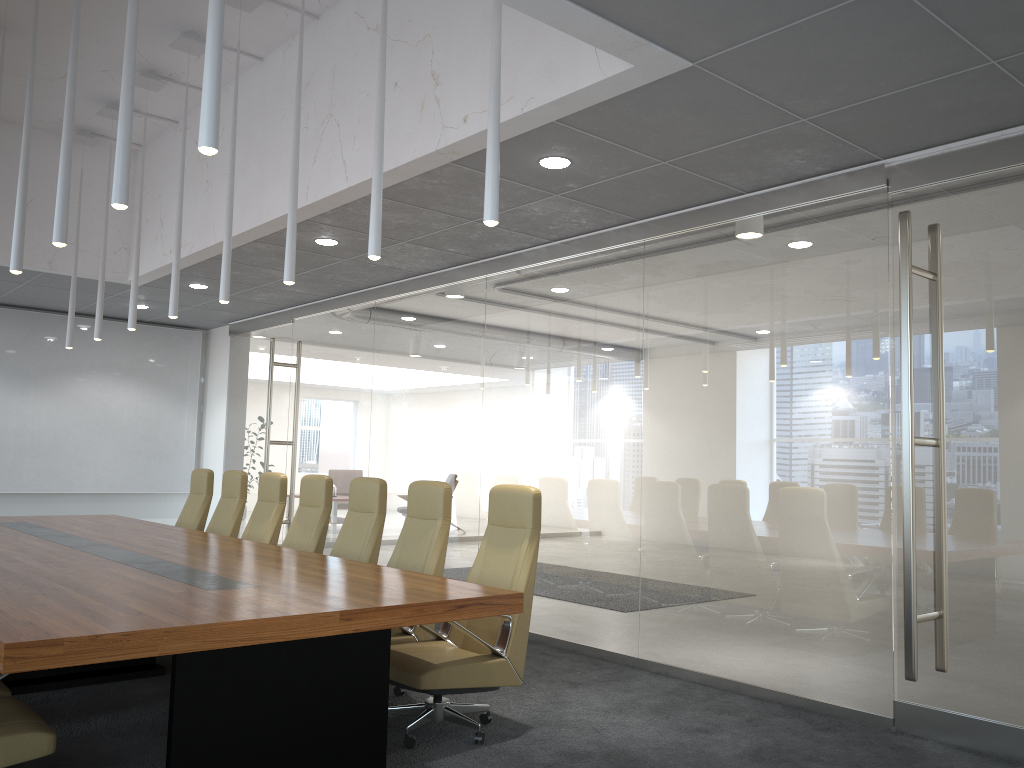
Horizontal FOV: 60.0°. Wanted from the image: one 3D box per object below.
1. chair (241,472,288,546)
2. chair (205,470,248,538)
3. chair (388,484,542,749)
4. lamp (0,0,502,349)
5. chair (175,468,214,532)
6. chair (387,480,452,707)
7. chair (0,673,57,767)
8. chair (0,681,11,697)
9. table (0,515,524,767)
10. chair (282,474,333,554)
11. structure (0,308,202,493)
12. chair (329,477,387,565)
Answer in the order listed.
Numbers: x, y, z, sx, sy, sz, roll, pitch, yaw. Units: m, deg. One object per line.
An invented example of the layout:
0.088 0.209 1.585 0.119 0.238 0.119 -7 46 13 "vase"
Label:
-2.477 1.453 7.570 0.955 1.406 0.711 6 -7 -41 "chair"
-3.007 1.494 8.180 0.955 1.406 0.711 6 -7 -41 "chair"
-0.329 1.294 5.196 0.955 1.406 0.711 6 -7 -41 "chair"
-2.858 -1.784 6.397 2.619 2.378 7.258 6 -7 -41 "lamp"
-3.530 1.535 8.784 0.955 1.406 0.711 6 -7 -41 "chair"
-0.913 1.330 5.766 0.955 1.406 0.711 6 -7 -41 "chair"
-2.359 1.083 3.472 0.955 1.406 0.711 6 -7 -41 "chair"
-2.872 1.123 4.064 0.955 1.406 0.711 6 -7 -41 "chair"
-2.948 1.562 6.093 2.300 0.895 6.500 6 -7 -41 "table"
-1.957 1.412 6.970 0.955 1.406 0.711 6 -7 -41 "chair"
-2.862 -0.187 6.291 6.600 2.466 13.989 6 -7 -41 "structure"
-1.434 1.371 6.366 0.955 1.406 0.711 6 -7 -41 "chair"
